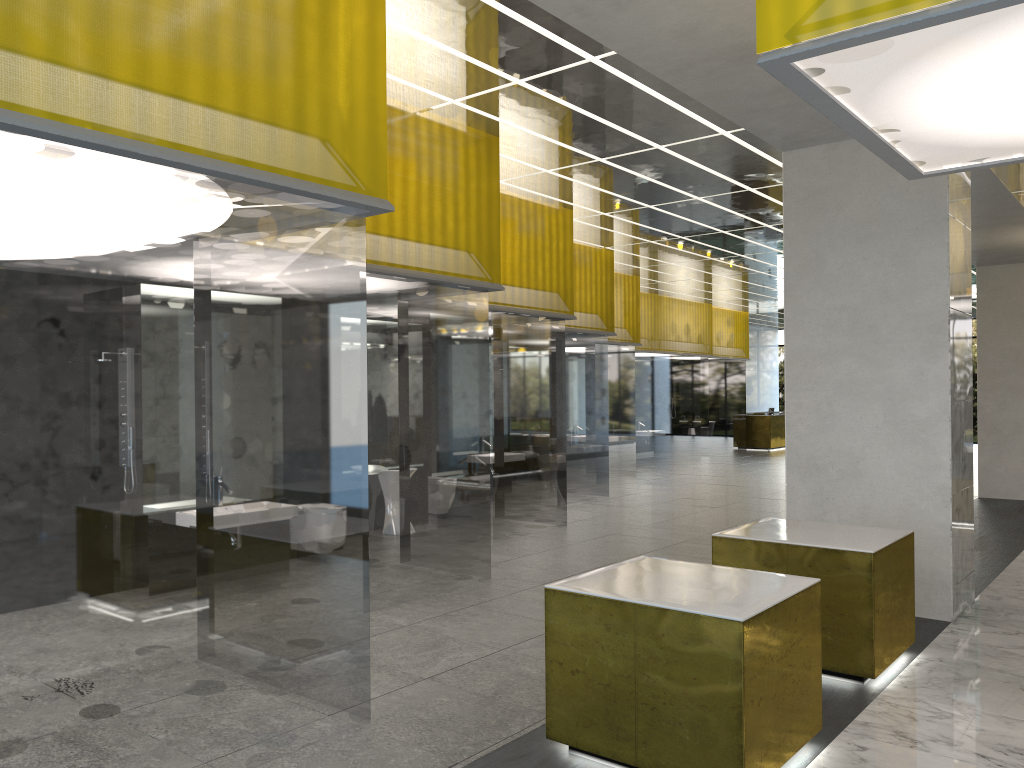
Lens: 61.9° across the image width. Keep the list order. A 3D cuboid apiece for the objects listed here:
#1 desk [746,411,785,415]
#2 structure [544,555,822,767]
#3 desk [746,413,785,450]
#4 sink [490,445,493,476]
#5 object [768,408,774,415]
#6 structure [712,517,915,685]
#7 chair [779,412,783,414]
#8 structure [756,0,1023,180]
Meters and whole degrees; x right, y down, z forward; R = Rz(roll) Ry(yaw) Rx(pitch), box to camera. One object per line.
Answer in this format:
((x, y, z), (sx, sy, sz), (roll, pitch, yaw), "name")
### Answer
((13.515, 2.153, 42.358), (3.417, 1.508, 3.269), (-1, -1, 39), "desk")
((1.204, 1.963, 5.936), (1.450, 1.173, 1.355), (-1, 0, 39), "structure")
((10.745, 2.128, 38.838), (3.417, 1.508, 3.269), (-1, -1, 39), "desk")
((-0.449, 1.671, 20.245), (0.930, 1.053, 1.301), (-1, 0, 39), "sink")
((11.460, 1.397, 38.216), (0.585, 0.667, 0.704), (-1, 0, 39), "object")
((2.841, 1.978, 8.016), (1.450, 1.173, 1.355), (-1, 0, 39), "structure")
((13.649, 2.145, 42.180), (0.953, 1.493, 1.216), (0, 0, -35), "chair")
((3.499, -2.765, 4.407), (3.456, 2.269, 3.045), (-1, -1, 39), "structure")
